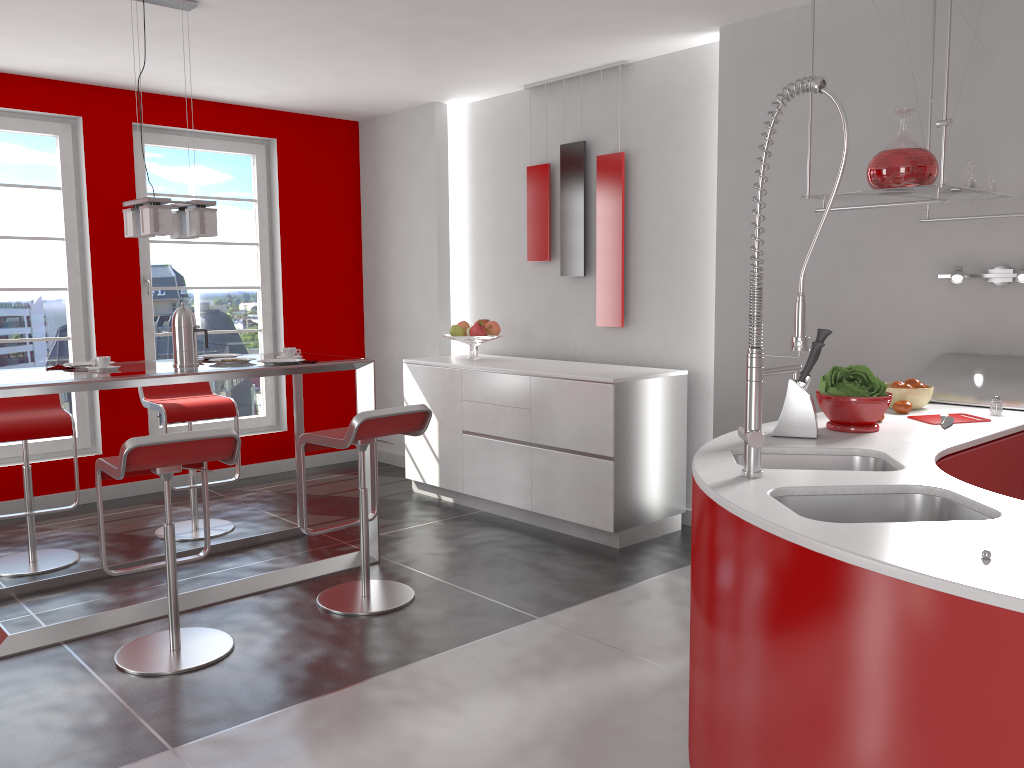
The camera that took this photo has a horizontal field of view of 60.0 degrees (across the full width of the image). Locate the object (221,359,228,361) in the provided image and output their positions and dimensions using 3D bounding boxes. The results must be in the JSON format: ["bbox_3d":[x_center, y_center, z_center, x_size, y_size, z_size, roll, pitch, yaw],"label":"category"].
[{"bbox_3d":[-1.343,-0.112,4.148,0.034,0.006,0.036,-4,7,-30],"label":"object"}]

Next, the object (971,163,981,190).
[{"bbox_3d":[1.667,-0.727,3.212,0.060,0.141,0.060,-6,8,-42],"label":"object"}]

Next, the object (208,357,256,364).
[{"bbox_3d":[-1.307,-0.108,4.150,0.217,0.015,0.217,-1,6,-5],"label":"object"}]

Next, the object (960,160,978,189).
[{"bbox_3d":[1.611,-0.717,3.129,0.060,0.141,0.060,-6,8,-42],"label":"object"}]

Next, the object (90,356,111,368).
[{"bbox_3d":[-1.773,-0.092,3.827,0.078,0.049,0.062,-3,7,-19],"label":"object"}]

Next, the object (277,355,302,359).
[{"bbox_3d":[-1.078,-0.126,4.301,0.119,0.016,0.119,-3,7,-22],"label":"object"}]

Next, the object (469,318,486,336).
[{"bbox_3d":[-0.221,-0.350,5.573,0.117,0.133,0.097,4,8,37],"label":"object"}]

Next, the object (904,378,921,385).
[{"bbox_3d":[1.508,0.009,3.341,0.066,0.058,0.055,4,7,33],"label":"object"}]

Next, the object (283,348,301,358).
[{"bbox_3d":[-1.072,-0.150,4.304,0.078,0.049,0.062,-6,8,-42],"label":"object"}]

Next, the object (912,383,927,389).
[{"bbox_3d":[1.504,0.020,3.281,0.062,0.049,0.066,6,9,44],"label":"object"}]

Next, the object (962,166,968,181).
[{"bbox_3d":[1.686,-0.737,3.302,0.060,0.141,0.060,-6,8,-42],"label":"object"}]

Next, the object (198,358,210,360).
[{"bbox_3d":[-1.555,-0.123,4.321,0.095,0.012,0.234,-6,9,-43],"label":"object"}]

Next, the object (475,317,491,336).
[{"bbox_3d":[-0.194,-0.371,5.755,0.117,0.129,0.150,0,6,5],"label":"object"}]

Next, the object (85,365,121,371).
[{"bbox_3d":[-1.766,-0.068,3.832,0.119,0.016,0.119,3,7,28],"label":"object"}]

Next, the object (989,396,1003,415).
[{"bbox_3d":[1.700,0.075,3.114,0.043,0.066,0.042,-4,7,-29],"label":"object"}]

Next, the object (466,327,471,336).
[{"bbox_3d":[-0.250,-0.329,5.692,0.086,0.079,0.084,-2,6,-14],"label":"object"}]

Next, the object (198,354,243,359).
[{"bbox_3d":[-1.451,-0.135,4.411,0.217,0.015,0.217,2,7,23],"label":"object"}]

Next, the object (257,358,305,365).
[{"bbox_3d":[-1.058,-0.101,4.069,0.217,0.015,0.217,-1,6,-6],"label":"object"}]

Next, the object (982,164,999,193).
[{"bbox_3d":[1.751,-0.731,3.246,0.060,0.141,0.060,-6,8,-42],"label":"object"}]

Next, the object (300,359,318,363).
[{"bbox_3d":[-0.951,-0.110,4.156,0.095,0.012,0.234,-6,8,-42],"label":"object"}]

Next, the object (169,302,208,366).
[{"bbox_3d":[-1.464,-0.228,4.012,0.149,0.287,0.113,-5,8,-34],"label":"object"}]

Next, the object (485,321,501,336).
[{"bbox_3d":[-0.117,-0.353,5.654,0.097,0.101,0.121,3,7,26],"label":"object"}]

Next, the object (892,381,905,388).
[{"bbox_3d":[1.453,0.016,3.316,0.062,0.052,0.065,3,7,32],"label":"object"}]

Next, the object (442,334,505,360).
[{"bbox_3d":[-0.245,-0.236,5.675,0.398,0.159,0.398,0,6,7],"label":"object"}]

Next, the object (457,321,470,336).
[{"bbox_3d":[-0.315,-0.357,5.746,0.096,0.105,0.117,-2,6,-13],"label":"object"}]

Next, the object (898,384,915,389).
[{"bbox_3d":[1.443,0.024,3.252,0.066,0.049,0.062,-5,8,-34],"label":"object"}]

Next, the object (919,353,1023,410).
[{"bbox_3d":[1.824,-0.017,3.419,0.300,0.170,0.400,-6,8,-42],"label":"object"}]

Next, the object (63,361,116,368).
[{"bbox_3d":[-1.903,-0.086,3.995,0.217,0.015,0.217,-3,7,-18],"label":"object"}]

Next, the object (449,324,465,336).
[{"bbox_3d":[-0.345,-0.333,5.604,0.100,0.086,0.083,0,6,7],"label":"object"}]

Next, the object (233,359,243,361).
[{"bbox_3d":[-1.275,-0.111,4.132,0.036,0.006,0.034,4,8,36],"label":"object"}]

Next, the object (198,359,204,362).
[{"bbox_3d":[-1.524,-0.109,4.189,0.119,0.016,0.119,-7,9,-44],"label":"object"}]
